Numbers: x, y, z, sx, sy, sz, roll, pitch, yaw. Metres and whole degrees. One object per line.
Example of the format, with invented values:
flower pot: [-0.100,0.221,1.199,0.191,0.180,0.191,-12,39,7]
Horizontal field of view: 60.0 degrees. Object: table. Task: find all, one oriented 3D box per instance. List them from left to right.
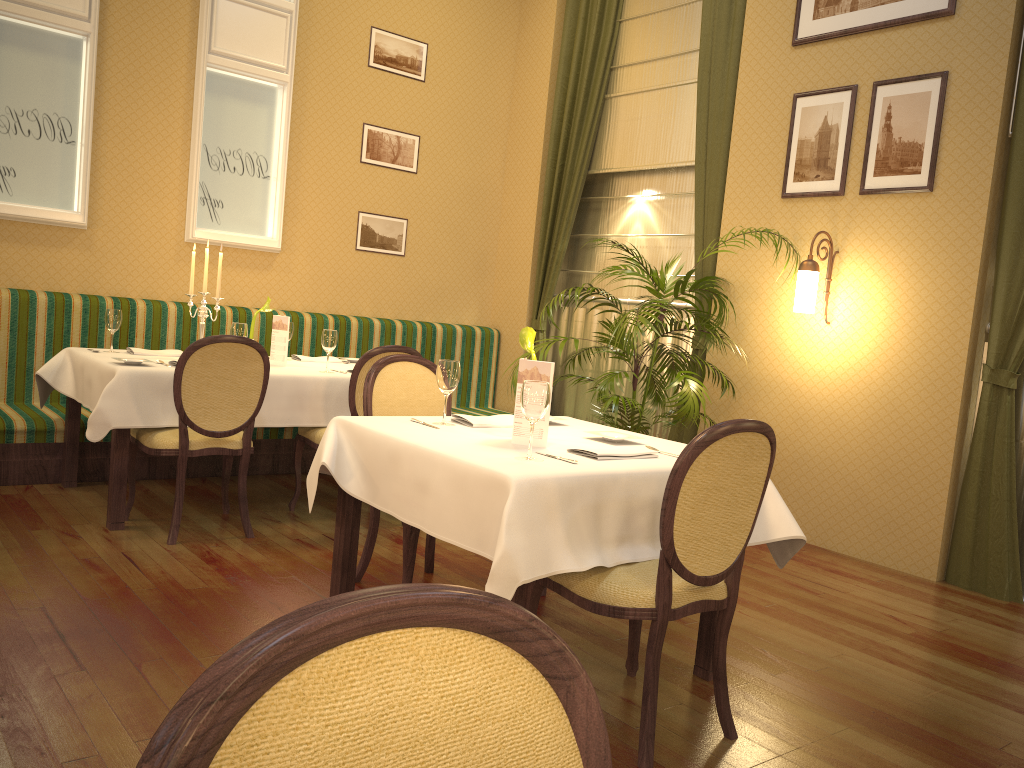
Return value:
table: [-1.397,0.264,4.937,2.152,0.759,1.385,2,6,-39]
table: [0.099,0.563,3.062,1.395,0.759,1.389,2,6,-37]

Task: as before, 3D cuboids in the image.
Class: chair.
chair: [-1.473,0.222,4.193,0.530,0.955,0.571,2,6,-39]
chair: [-0.796,0.246,4.696,0.530,0.955,0.571,2,6,-39]
chair: [-0.324,0.382,3.603,0.530,0.955,0.571,2,6,-39]
chair: [0.029,0.669,0.536,0.530,0.955,0.571,2,6,-39]
chair: [0.406,0.534,2.609,0.530,0.955,0.571,2,6,-39]

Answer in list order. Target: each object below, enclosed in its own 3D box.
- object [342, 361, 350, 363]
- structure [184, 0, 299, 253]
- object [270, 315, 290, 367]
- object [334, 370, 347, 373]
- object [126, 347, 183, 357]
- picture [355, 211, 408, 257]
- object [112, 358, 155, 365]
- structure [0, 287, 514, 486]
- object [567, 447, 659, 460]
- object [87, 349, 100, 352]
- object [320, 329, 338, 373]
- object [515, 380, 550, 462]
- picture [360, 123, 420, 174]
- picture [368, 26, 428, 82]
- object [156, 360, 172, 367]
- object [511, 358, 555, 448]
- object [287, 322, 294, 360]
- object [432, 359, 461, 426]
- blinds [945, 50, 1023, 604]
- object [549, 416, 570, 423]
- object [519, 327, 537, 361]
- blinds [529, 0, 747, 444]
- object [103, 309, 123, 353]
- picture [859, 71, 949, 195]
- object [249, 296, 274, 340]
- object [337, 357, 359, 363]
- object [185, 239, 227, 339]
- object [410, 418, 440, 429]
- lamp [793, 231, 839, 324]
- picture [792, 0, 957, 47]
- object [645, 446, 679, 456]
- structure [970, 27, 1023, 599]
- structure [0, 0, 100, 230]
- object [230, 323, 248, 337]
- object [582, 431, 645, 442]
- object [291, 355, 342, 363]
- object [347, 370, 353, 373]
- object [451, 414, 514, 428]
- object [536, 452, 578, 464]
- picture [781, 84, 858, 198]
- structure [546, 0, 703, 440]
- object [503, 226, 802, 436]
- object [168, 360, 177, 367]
object: [-1.064,-0.141,5.558,0.038,0.015,0.181,2,6,-37]
structure: [-1.793,-2.425,6.020,0.670,2.985,0.200,2,6,-39]
object: [-1.296,-0.242,4.930,0.081,0.277,0.166,4,5,-22]
object: [-0.955,-0.072,4.872,0.017,0.010,0.185,2,6,-39]
object: [-1.935,-0.172,4.828,0.273,0.033,0.142,2,6,-39]
picture: [-1.001,-1.154,6.834,0.437,0.294,0.008,2,6,-39]
object: [-1.790,-0.102,4.188,0.160,0.024,0.160,2,6,-39]
structure: [-5.655,-0.099,2.766,14.516,1.031,0.850,2,6,-39]
object: [0.322,0.216,2.821,0.273,0.024,0.142,2,6,-39]
object: [-2.209,-0.180,4.683,0.038,0.015,0.181,2,6,-37]
object: [-0.984,-0.175,4.755,0.088,0.229,0.088,6,5,9]
object: [0.061,0.106,2.574,0.088,0.229,0.088,6,5,9]
picture: [-0.927,-1.800,6.789,0.504,0.294,0.008,2,6,-39]
picture: [-0.860,-2.499,6.731,0.504,0.294,0.008,2,6,-39]
object: [-1.699,-0.100,4.324,0.038,0.015,0.181,2,6,-37]
object: [0.045,0.058,2.869,0.081,0.277,0.166,3,6,-32]
object: [-1.360,-0.260,5.336,0.088,0.229,0.088,6,5,9]
object: [-0.232,0.030,3.148,0.088,0.229,0.088,6,5,9]
blinds: [3.022,-1.111,3.705,0.129,4.537,1.878,2,6,-39]
object: [0.116,0.142,3.469,0.160,0.024,0.160,2,6,-39]
object: [0.061,-0.010,3.085,0.076,0.375,0.163,4,5,-17]
blinds: [0.855,-1.545,6.430,0.225,4.537,1.934,2,6,-40]
object: [-2.127,-0.283,4.725,0.088,0.229,0.088,6,5,9]
picture: [2.098,-1.339,4.772,0.022,0.619,0.412,2,6,-39]
object: [-1.422,-0.309,4.973,0.076,0.375,0.163,9,6,38]
object: [-1.012,-0.148,5.657,0.160,0.024,0.160,2,6,-39]
object: [-1.640,-0.447,4.723,0.131,0.655,0.390,2,6,-33]
object: [-0.303,0.138,3.098,0.017,0.010,0.185,2,6,-38]
lamp: [1.707,-0.603,4.986,0.114,0.513,0.323,9,6,40]
picture: [2.027,-2.490,4.898,0.027,1.057,0.966,2,6,-39]
object: [0.510,0.228,2.939,0.038,0.015,0.181,2,6,-37]
structure: [3.109,-1.096,3.787,0.134,4.511,1.900,2,6,-39]
structure: [-2.781,-2.455,5.224,0.661,2.985,0.200,2,6,-39]
object: [-1.394,-0.195,4.512,0.088,0.229,0.088,6,5,9]
object: [0.359,0.192,3.143,0.160,0.024,0.160,2,6,-39]
object: [-1.203,-0.154,5.464,0.273,0.033,0.142,2,6,-39]
object: [-0.766,-0.064,4.939,0.273,0.024,0.142,2,6,-39]
object: [-0.075,0.136,3.276,0.273,0.033,0.142,2,6,-39]
object: [0.130,0.217,2.650,0.017,0.010,0.185,2,6,-39]
picture: [1.783,-1.402,5.167,0.022,0.619,0.412,2,6,-39]
structure: [0.942,-1.530,6.504,0.123,4.511,1.942,2,6,-39]
object: [0.850,-0.067,5.295,1.496,1.807,1.552,8,6,32]
object: [-1.537,-0.097,4.384,0.273,0.033,0.142,2,6,-39]
